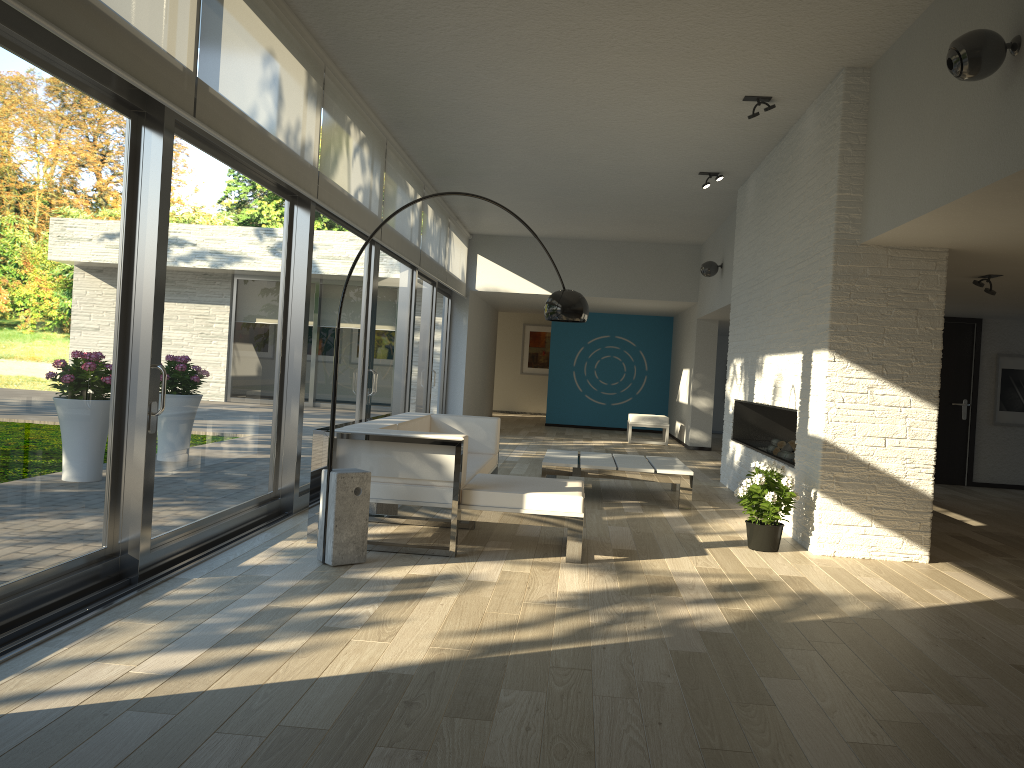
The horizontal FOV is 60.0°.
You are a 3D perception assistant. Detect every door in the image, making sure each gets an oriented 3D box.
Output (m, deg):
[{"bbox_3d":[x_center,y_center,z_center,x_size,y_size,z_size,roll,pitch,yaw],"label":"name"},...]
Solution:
[{"bbox_3d":[4.936,0.185,10.338,0.920,1.947,0.108,3,0,4],"label":"door"},{"bbox_3d":[-0.255,-0.147,9.510,19.441,2.373,22.949,3,1,4],"label":"door"}]

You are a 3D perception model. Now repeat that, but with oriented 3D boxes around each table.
[{"bbox_3d":[0.891,0.818,7.789,1.220,0.305,1.220,3,1,4],"label":"table"}]

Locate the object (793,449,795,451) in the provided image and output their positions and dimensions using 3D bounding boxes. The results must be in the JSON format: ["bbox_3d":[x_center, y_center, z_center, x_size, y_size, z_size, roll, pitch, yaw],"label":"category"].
[{"bbox_3d":[2.513,0.606,7.985,0.082,0.073,0.237,3,1,3],"label":"object"}]

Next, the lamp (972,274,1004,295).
[{"bbox_3d":[3.553,-0.736,6.644,0.135,0.153,0.234,3,1,4],"label":"lamp"}]

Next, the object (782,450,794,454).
[{"bbox_3d":[2.320,0.604,7.464,0.075,0.074,0.246,3,1,3],"label":"object"}]

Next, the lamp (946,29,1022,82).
[{"bbox_3d":[1.935,-1.334,3.605,0.315,0.203,0.201,3,1,4],"label":"lamp"}]

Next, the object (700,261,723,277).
[{"bbox_3d":[2.509,-1.430,11.052,0.315,0.203,0.201,3,1,4],"label":"object"}]

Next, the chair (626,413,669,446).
[{"bbox_3d":[2.151,0.715,14.071,0.611,0.442,0.610,3,1,4],"label":"chair"}]

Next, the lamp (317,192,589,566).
[{"bbox_3d":[-0.221,-0.066,5.054,1.753,2.024,0.283,3,1,-43],"label":"lamp"}]

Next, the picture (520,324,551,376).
[{"bbox_3d":[0.909,-0.775,20.639,1.378,1.191,0.017,3,0,4],"label":"picture"}]

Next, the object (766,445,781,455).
[{"bbox_3d":[2.361,0.597,8.000,0.075,0.074,0.246,3,1,3],"label":"object"}]

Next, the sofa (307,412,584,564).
[{"bbox_3d":[-0.285,0.606,6.055,1.545,0.654,2.404,3,1,4],"label":"sofa"}]

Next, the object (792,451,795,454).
[{"bbox_3d":[2.392,0.608,7.445,0.076,0.076,0.236,3,1,3],"label":"object"}]

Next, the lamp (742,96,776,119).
[{"bbox_3d":[1.745,-1.934,6.250,0.234,0.153,0.135,3,1,4],"label":"lamp"}]

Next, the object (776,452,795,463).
[{"bbox_3d":[2.269,0.604,7.276,0.075,0.074,0.246,3,1,-17],"label":"object"}]

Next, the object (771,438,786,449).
[{"bbox_3d":[2.404,0.535,7.994,0.082,0.073,0.237,3,1,3],"label":"object"}]

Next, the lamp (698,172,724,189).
[{"bbox_3d":[1.923,-1.963,8.565,0.234,0.153,0.135,3,1,4],"label":"lamp"}]

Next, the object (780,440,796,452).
[{"bbox_3d":[2.367,0.557,7.561,0.093,0.170,0.272,3,1,3],"label":"object"}]

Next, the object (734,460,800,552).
[{"bbox_3d":[1.619,0.772,5.640,0.405,0.571,0.430,4,1,26],"label":"object"}]

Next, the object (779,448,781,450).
[{"bbox_3d":[2.433,0.601,7.981,0.076,0.076,0.236,3,1,3],"label":"object"}]

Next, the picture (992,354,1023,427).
[{"bbox_3d":[6.067,0.090,10.227,0.958,0.828,0.017,3,0,4],"label":"picture"}]

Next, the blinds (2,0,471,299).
[{"bbox_3d":[-1.118,-1.710,7.724,0.056,0.984,11.530,3,1,4],"label":"blinds"}]
